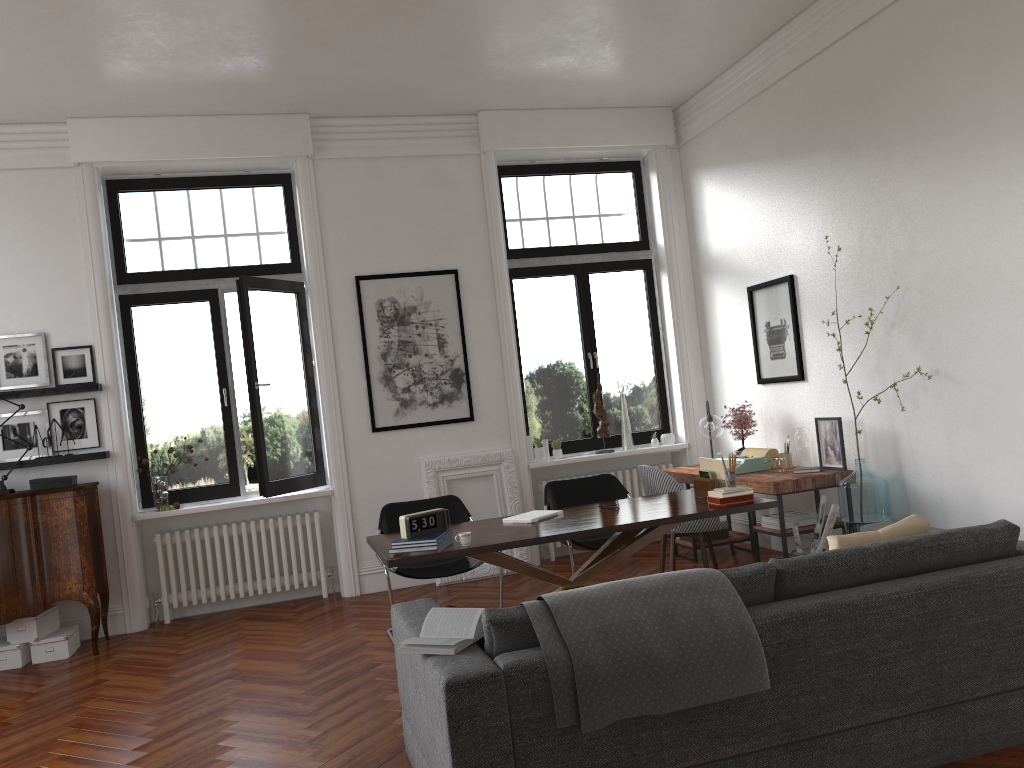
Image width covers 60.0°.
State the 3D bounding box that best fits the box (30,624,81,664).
[{"bbox_3d":[-3.318,1.899,6.454,0.244,0.177,0.394,-6,-1,-16],"label":"box"}]

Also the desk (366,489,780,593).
[{"bbox_3d":[0.351,1.168,5.214,2.225,0.751,1.030,-6,-1,-16],"label":"desk"}]

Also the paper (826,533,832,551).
[{"bbox_3d":[2.068,1.178,5.843,0.126,0.388,0.026,-6,0,7],"label":"paper"}]

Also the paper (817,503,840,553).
[{"bbox_3d":[1.990,1.067,5.702,0.047,0.609,0.330,-6,0,-35],"label":"paper"}]

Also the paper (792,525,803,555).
[{"bbox_3d":[1.891,1.154,5.787,0.073,0.479,0.033,-6,0,21],"label":"paper"}]

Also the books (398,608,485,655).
[{"bbox_3d":[-0.238,0.871,3.152,0.225,0.096,0.278,-7,-1,26],"label":"books"}]

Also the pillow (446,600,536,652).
[{"bbox_3d":[0.009,0.983,3.375,0.470,0.397,0.330,-6,0,22],"label":"pillow"}]

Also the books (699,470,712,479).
[{"bbox_3d":[1.220,0.617,5.533,0.040,0.157,0.128,-6,0,-16],"label":"books"}]

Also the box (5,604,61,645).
[{"bbox_3d":[-3.463,1.738,6.417,0.209,0.177,0.394,-6,-1,-6],"label":"box"}]

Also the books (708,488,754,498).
[{"bbox_3d":[1.279,0.633,5.185,0.207,0.028,0.164,-6,-1,-18],"label":"books"}]

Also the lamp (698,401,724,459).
[{"bbox_3d":[1.675,0.413,7.478,0.207,0.550,0.441,-6,0,8],"label":"lamp"}]

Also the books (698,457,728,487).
[{"bbox_3d":[1.262,0.578,5.525,0.043,0.239,0.310,-6,0,-16],"label":"books"}]

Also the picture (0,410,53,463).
[{"bbox_3d":[-3.744,0.400,6.734,0.433,0.365,0.020,-6,0,-16],"label":"picture"}]

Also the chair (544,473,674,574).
[{"bbox_3d":[0.629,1.095,6.120,0.752,0.872,0.746,-6,0,-16],"label":"chair"}]

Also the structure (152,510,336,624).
[{"bbox_3d":[-2.231,1.531,7.382,1.452,0.778,0.225,-6,0,-16],"label":"structure"}]

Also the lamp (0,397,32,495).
[{"bbox_3d":[-3.761,0.411,6.474,0.174,0.802,0.490,-6,0,39],"label":"lamp"}]

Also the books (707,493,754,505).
[{"bbox_3d":[1.276,0.667,5.179,0.215,0.040,0.159,-6,-1,-14],"label":"books"}]

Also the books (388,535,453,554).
[{"bbox_3d":[-0.489,0.863,4.789,0.264,0.027,0.347,-6,-1,9],"label":"books"}]

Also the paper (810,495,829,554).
[{"bbox_3d":[2.019,1.068,5.903,0.293,0.626,0.048,-6,0,-23],"label":"paper"}]

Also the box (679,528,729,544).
[{"bbox_3d":[1.616,1.266,7.482,0.317,0.082,0.296,-6,-1,-16],"label":"box"}]

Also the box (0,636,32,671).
[{"bbox_3d":[-3.575,1.925,6.350,0.244,0.177,0.394,-6,-1,-11],"label":"box"}]

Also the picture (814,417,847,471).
[{"bbox_3d":[2.244,0.419,6.247,0.023,0.369,0.282,-6,0,-16],"label":"picture"}]

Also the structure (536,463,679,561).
[{"bbox_3d":[0.903,1.202,8.256,1.452,0.778,0.225,-6,0,-16],"label":"structure"}]

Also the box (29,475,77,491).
[{"bbox_3d":[-3.398,0.732,6.579,0.282,0.086,0.208,-6,-1,-16],"label":"box"}]

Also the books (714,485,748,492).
[{"bbox_3d":[1.285,0.613,5.199,0.159,0.008,0.128,-6,-1,-14],"label":"books"}]

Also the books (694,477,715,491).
[{"bbox_3d":[1.190,0.642,5.480,0.028,0.124,0.221,-6,-1,-16],"label":"books"}]

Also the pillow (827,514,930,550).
[{"bbox_3d":[1.516,0.795,3.697,0.486,0.460,0.225,-6,0,-16],"label":"pillow"}]

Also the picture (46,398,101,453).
[{"bbox_3d":[-3.380,0.318,6.838,0.343,0.384,0.020,-6,0,-16],"label":"picture"}]

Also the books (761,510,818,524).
[{"bbox_3d":[1.927,0.924,6.159,0.308,0.038,0.226,-6,-1,-16],"label":"books"}]

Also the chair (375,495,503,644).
[{"bbox_3d":[-0.497,1.213,5.805,0.752,0.872,0.746,-6,0,-16],"label":"chair"}]

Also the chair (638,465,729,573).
[{"bbox_3d":[1.273,1.027,6.681,0.547,0.899,0.717,-6,0,-23],"label":"chair"}]

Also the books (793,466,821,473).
[{"bbox_3d":[2.080,0.609,6.293,0.214,0.031,0.129,-7,-1,22],"label":"books"}]

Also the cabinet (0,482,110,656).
[{"bbox_3d":[-3.627,1.404,6.363,1.265,1.218,0.640,-6,0,-16],"label":"cabinet"}]

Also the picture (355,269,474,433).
[{"bbox_3d":[-0.824,-0.292,7.571,0.882,1.323,0.035,-6,0,-16],"label":"picture"}]

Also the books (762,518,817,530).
[{"bbox_3d":[1.924,0.960,6.149,0.308,0.038,0.226,-6,-1,-17],"label":"books"}]

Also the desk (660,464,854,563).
[{"bbox_3d":[1.843,1.042,6.856,0.647,0.758,1.799,-6,-1,-16],"label":"desk"}]

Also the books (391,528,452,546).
[{"bbox_3d":[-0.482,0.823,4.779,0.250,0.017,0.344,-6,-1,9],"label":"books"}]

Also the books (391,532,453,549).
[{"bbox_3d":[-0.480,0.840,4.779,0.250,0.017,0.344,-6,-1,9],"label":"books"}]

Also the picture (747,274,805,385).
[{"bbox_3d":[2.100,-0.417,7.069,0.050,0.816,0.634,-6,0,-16],"label":"picture"}]

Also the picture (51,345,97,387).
[{"bbox_3d":[-3.383,-0.137,6.847,0.289,0.303,0.020,-6,0,-16],"label":"picture"}]

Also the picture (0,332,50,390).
[{"bbox_3d":[-3.741,-0.173,6.749,0.369,0.409,0.020,-6,0,-16],"label":"picture"}]

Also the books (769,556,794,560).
[{"bbox_3d":[1.961,1.225,6.191,0.268,0.014,0.196,-6,-1,-4],"label":"books"}]

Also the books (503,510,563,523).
[{"bbox_3d":[0.131,0.810,5.415,0.231,0.026,0.325,-7,-1,39],"label":"books"}]
